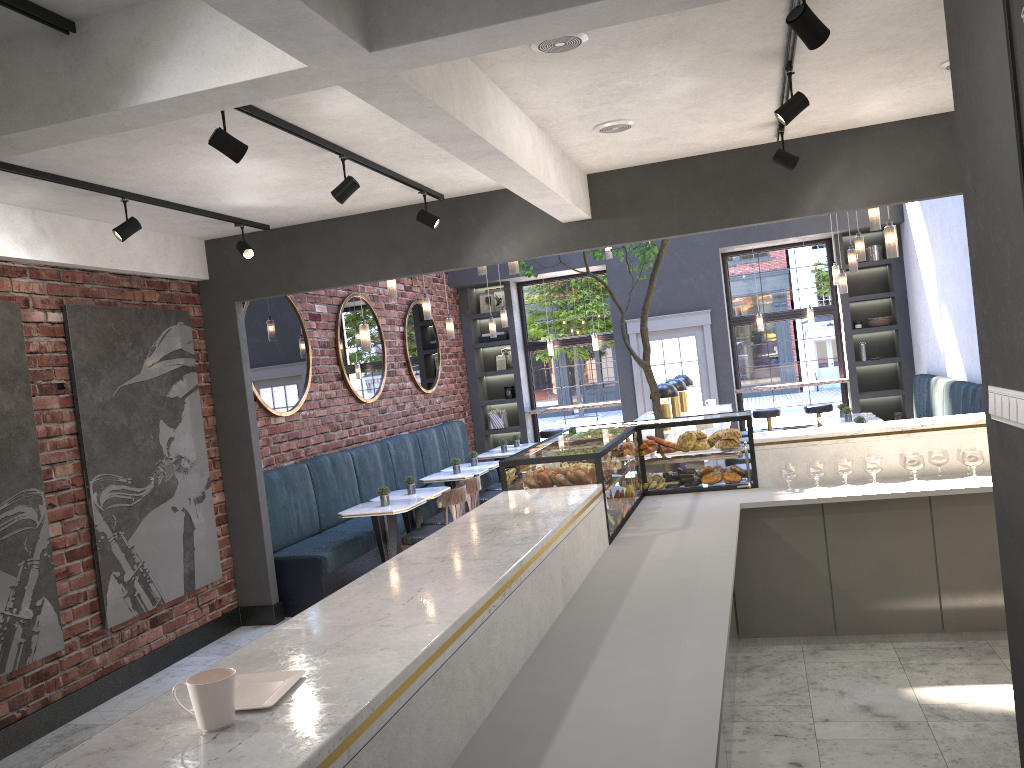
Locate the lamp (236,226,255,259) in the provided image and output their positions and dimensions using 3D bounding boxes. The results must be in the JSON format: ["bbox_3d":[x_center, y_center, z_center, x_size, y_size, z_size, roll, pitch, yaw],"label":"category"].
[{"bbox_3d":[-1.864,-0.980,6.180,0.087,0.235,0.157,-8,2,-34],"label":"lamp"}]

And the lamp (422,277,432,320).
[{"bbox_3d":[-1.086,-2.692,8.942,0.078,4.106,0.078,-6,2,23],"label":"lamp"}]

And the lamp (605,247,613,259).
[{"bbox_3d":[0.891,-3.488,10.191,0.078,4.106,0.078,-7,2,0],"label":"lamp"}]

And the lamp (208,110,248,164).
[{"bbox_3d":[-1.161,-1.019,3.610,0.157,0.238,0.087,-8,2,-35],"label":"lamp"}]

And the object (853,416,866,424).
[{"bbox_3d":[3.357,0.387,8.550,0.118,0.165,0.122,-7,1,-7],"label":"object"}]

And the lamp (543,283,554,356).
[{"bbox_3d":[0.485,-1.117,12.768,0.078,1.429,0.078,-8,2,-45],"label":"lamp"}]

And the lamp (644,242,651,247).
[{"bbox_3d":[1.411,-3.649,10.690,0.078,4.106,0.078,-7,2,0],"label":"lamp"}]

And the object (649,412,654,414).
[{"bbox_3d":[1.677,0.285,10.224,0.176,0.098,0.204,-6,1,21],"label":"object"}]

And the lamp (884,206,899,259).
[{"bbox_3d":[2.413,-2.917,6.108,0.078,4.106,0.078,-7,2,0],"label":"lamp"}]

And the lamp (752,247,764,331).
[{"bbox_3d":[3.286,-1.427,11.983,0.078,1.429,0.078,-7,2,-22],"label":"lamp"}]

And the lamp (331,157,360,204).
[{"bbox_3d":[-0.882,-1.069,4.668,0.157,0.238,0.087,-6,1,10],"label":"lamp"}]

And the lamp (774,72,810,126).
[{"bbox_3d":[1.278,-1.307,4.063,0.157,0.235,0.087,-6,1,10],"label":"lamp"}]

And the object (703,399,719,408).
[{"bbox_3d":[2.265,0.220,10.092,0.176,0.097,0.301,-6,1,7],"label":"object"}]

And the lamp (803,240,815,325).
[{"bbox_3d":[3.915,-1.497,11.807,0.078,1.429,0.078,-8,2,-45],"label":"lamp"}]

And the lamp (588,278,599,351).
[{"bbox_3d":[1.114,-1.187,12.592,0.078,1.429,0.078,-7,2,-22],"label":"lamp"}]

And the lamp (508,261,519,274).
[{"bbox_3d":[-0.217,-2.888,6.775,0.078,4.106,0.078,-8,2,-45],"label":"lamp"}]

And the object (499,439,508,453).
[{"bbox_3d":[-0.100,0.749,10.762,0.118,0.165,0.122,-7,1,-7],"label":"object"}]

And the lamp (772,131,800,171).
[{"bbox_3d":[1.604,-1.364,5.210,0.157,0.235,0.087,-6,1,10],"label":"lamp"}]

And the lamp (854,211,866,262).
[{"bbox_3d":[2.872,-3.130,7.832,0.078,4.106,0.078,-7,2,-22],"label":"lamp"}]

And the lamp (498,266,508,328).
[{"bbox_3d":[-0.322,-2.759,11.217,0.078,4.106,0.078,-7,2,0],"label":"lamp"}]

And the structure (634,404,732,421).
[{"bbox_3d":[1.697,0.884,8.847,0.990,1.050,3.488,-6,1,16],"label":"structure"}]

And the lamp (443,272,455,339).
[{"bbox_3d":[-0.894,-2.530,9.567,0.078,4.106,0.078,-6,2,23],"label":"lamp"}]

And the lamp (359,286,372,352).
[{"bbox_3d":[-1.412,-2.303,7.137,0.078,4.106,0.078,-7,2,0],"label":"lamp"}]

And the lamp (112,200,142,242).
[{"bbox_3d":[-2.189,-0.924,5.030,0.157,0.238,0.087,-8,2,-35],"label":"lamp"}]

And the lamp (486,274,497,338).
[{"bbox_3d":[-0.458,-2.600,10.668,0.078,4.106,0.078,-7,2,0],"label":"lamp"}]

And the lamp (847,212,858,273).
[{"bbox_3d":[3.054,-3.115,8.481,0.078,4.106,0.078,-7,2,-22],"label":"lamp"}]

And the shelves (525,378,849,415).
[{"bbox_3d":[2.343,0.180,12.341,4.404,0.043,0.384,-6,1,16],"label":"shelves"}]

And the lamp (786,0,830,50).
[{"bbox_3d":[0.999,-1.256,3.005,0.157,0.235,0.087,-8,2,-35],"label":"lamp"}]

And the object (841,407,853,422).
[{"bbox_3d":[3.673,0.331,9.703,0.118,0.165,0.122,-7,1,-7],"label":"object"}]

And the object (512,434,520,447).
[{"bbox_3d":[0.053,0.721,11.322,0.118,0.165,0.122,-7,1,-7],"label":"object"}]

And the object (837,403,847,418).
[{"bbox_3d":[3.827,0.303,10.264,0.118,0.165,0.122,-7,1,-7],"label":"object"}]

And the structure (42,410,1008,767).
[{"bbox_3d":[1.254,0.912,2.937,3.206,1.300,5.802,-6,1,16],"label":"structure"}]

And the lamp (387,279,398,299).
[{"bbox_3d":[-1.285,-2.796,7.784,0.078,4.106,0.078,-7,2,0],"label":"lamp"}]

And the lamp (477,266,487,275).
[{"bbox_3d":[-0.493,-3.001,7.743,0.078,4.106,0.078,-8,2,-45],"label":"lamp"}]

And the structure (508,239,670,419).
[{"bbox_3d":[1.184,-1.522,7.835,2.805,5.990,3.745,-7,2,-31],"label":"structure"}]

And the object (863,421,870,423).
[{"bbox_3d":[3.204,0.415,7.990,0.118,0.165,0.122,-7,1,-7],"label":"object"}]

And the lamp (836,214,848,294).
[{"bbox_3d":[3.364,-3.022,9.554,0.078,4.106,0.078,-7,2,0],"label":"lamp"}]

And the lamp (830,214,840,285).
[{"bbox_3d":[3.525,-3.186,10.191,0.078,4.106,0.078,-7,2,0],"label":"lamp"}]

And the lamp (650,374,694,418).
[{"bbox_3d":[-0.102,-1.020,5.535,4.182,3.257,8.833,-7,1,-1],"label":"lamp"}]

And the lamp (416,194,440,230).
[{"bbox_3d":[-0.555,-1.127,5.816,0.157,0.238,0.087,-6,1,10],"label":"lamp"}]

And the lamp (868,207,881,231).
[{"bbox_3d":[2.566,-3.223,6.774,0.078,4.106,0.078,-7,2,0],"label":"lamp"}]
